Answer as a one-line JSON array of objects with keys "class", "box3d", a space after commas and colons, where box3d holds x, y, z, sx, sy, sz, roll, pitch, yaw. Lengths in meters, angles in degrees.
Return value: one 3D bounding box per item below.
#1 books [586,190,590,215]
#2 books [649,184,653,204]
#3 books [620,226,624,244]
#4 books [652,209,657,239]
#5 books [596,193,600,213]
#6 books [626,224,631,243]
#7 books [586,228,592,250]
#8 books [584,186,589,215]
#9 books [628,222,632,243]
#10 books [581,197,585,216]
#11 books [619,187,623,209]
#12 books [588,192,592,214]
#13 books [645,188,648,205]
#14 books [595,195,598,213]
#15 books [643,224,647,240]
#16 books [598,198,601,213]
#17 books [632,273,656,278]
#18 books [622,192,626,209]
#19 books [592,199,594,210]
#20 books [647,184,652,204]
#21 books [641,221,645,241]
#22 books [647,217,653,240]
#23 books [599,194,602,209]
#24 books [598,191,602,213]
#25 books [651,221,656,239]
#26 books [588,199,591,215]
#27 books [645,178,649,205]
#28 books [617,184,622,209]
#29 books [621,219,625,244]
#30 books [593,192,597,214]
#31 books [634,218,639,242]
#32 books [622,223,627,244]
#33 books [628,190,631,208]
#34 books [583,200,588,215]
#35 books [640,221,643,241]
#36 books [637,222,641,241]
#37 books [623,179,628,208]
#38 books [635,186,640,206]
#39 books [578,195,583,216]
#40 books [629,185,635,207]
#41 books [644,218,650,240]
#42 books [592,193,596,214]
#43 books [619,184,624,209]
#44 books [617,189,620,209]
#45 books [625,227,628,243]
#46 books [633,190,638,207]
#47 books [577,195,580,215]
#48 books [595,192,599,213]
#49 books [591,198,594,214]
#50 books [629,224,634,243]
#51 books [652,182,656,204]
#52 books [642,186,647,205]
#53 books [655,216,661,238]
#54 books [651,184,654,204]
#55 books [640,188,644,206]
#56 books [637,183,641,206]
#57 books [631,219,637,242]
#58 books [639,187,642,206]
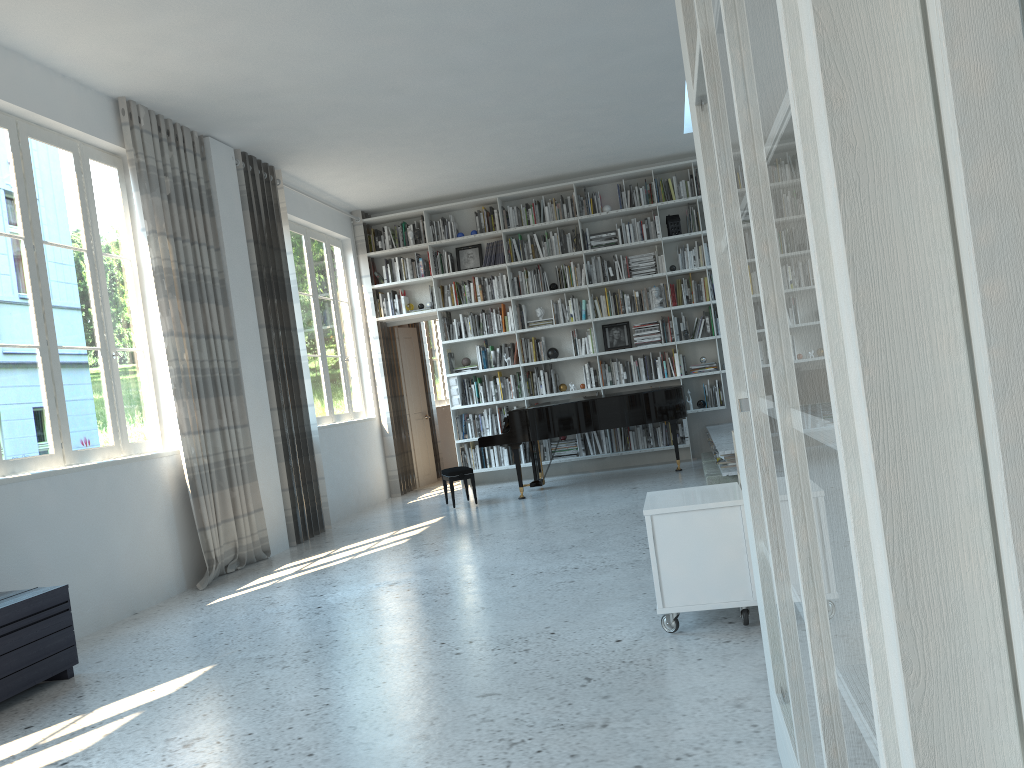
[{"class": "books", "box3d": [0.833, -1.953, 9.662, 0.010, 0.296, 0.153, -8, 0, 10]}, {"class": "books", "box3d": [1.501, -2.020, 9.543, 0.014, 0.244, 0.145, -8, 0, 10]}, {"class": "books", "box3d": [1.199, -1.597, 9.624, 0.024, 0.223, 0.128, -8, 0, 10]}, {"class": "books", "box3d": [1.533, -1.699, 9.537, 0.012, 0.334, 0.155, -8, 0, 10]}, {"class": "books", "box3d": [0.945, -1.945, 9.653, 0.013, 0.249, 0.148, -8, 0, 10]}, {"class": "books", "box3d": [1.261, -1.602, 9.585, 0.027, 0.216, 0.190, -8, 0, 10]}, {"class": "books", "box3d": [0.840, -1.560, 9.651, 0.021, 0.249, 0.191, -8, 0, 10]}, {"class": "books", "box3d": [0.819, -1.974, 9.670, 0.014, 0.341, 0.145, -8, 0, 10]}, {"class": "books", "box3d": [1.280, -1.619, 9.593, 0.012, 0.244, 0.131, -8, 0, 10]}, {"class": "books", "box3d": [0.783, -1.912, 9.678, 0.023, 0.228, 0.157, -8, 0, 10]}, {"class": "books", "box3d": [1.184, -1.987, 9.601, 0.011, 0.267, 0.129, -8, 0, 10]}, {"class": "books", "box3d": [0.853, -1.940, 9.644, 0.011, 0.265, 0.163, -8, 0, 10]}, {"class": "books", "box3d": [1.452, -1.993, 9.558, 0.014, 0.204, 0.135, -8, 0, 10]}, {"class": "books", "box3d": [0.925, -1.927, 9.640, 0.016, 0.219, 0.144, -8, 0, 10]}, {"class": "books", "box3d": [1.434, -1.612, 9.548, 0.029, 0.188, 0.176, -8, 0, 10]}, {"class": "books", "box3d": [0.958, -1.915, 9.642, 0.010, 0.186, 0.152, -8, 0, 10]}, {"class": "books", "box3d": [1.428, -1.164, 9.574, 0.254, 0.012, 0.161, -8, 0, 7]}, {"class": "books", "box3d": [1.220, -1.963, 9.598, 0.031, 0.208, 0.146, -8, 0, 10]}, {"class": "books", "box3d": [0.892, -1.929, 9.670, 0.006, 0.233, 0.136, -8, 0, 10]}, {"class": "books", "box3d": [1.479, -2.017, 9.537, 0.028, 0.244, 0.161, -8, 0, 10]}, {"class": "books", "box3d": [1.412, -1.630, 9.555, 0.012, 0.230, 0.158, -8, 0, 10]}, {"class": "books", "box3d": [1.491, -1.657, 9.551, 0.029, 0.261, 0.133, -8, 0, 10]}, {"class": "books", "box3d": [0.975, -1.942, 9.651, 0.004, 0.235, 0.137, -8, 0, 10]}, {"class": "books", "box3d": [0.962, -1.951, 9.633, 0.011, 0.256, 0.143, -8, 0, 10]}, {"class": "books", "box3d": [1.520, -1.631, 9.532, 0.029, 0.202, 0.191, -8, 0, 10]}, {"class": "books", "box3d": [0.851, -1.910, 9.673, 0.011, 0.205, 0.145, -8, 0, 10]}, {"class": "books", "box3d": [1.457, -2.046, 9.548, 0.012, 0.308, 0.138, -8, 0, 10]}, {"class": "books", "box3d": [1.168, -1.998, 9.587, 0.014, 0.292, 0.176, -8, 0, 10]}, {"class": "books", "box3d": [1.205, -1.628, 9.580, 0.011, 0.284, 0.190, -8, 0, 10]}, {"class": "books", "box3d": [0.909, -1.948, 9.647, 0.013, 0.264, 0.147, -8, 0, 10]}, {"class": "books", "box3d": [1.349, -1.641, 9.569, 0.023, 0.269, 0.184, -8, 0, 10]}, {"class": "books", "box3d": [1.226, -1.608, 9.593, 0.021, 0.237, 0.171, -8, 0, 10]}, {"class": "books", "box3d": [1.265, -1.970, 9.572, 0.050, 0.211, 0.172, -8, 0, 10]}, {"class": "books", "box3d": [0.807, -1.898, 9.661, 0.026, 0.194, 0.166, -8, 0, 10]}, {"class": "books", "box3d": [1.402, -1.629, 9.563, 0.010, 0.230, 0.152, -8, 0, 10]}, {"class": "books", "box3d": [1.373, -1.621, 9.557, 0.023, 0.223, 0.190, -8, 0, 10]}, {"class": "books", "box3d": [1.227, -2.026, 9.572, 0.010, 0.331, 0.186, -8, 0, 10]}, {"class": "books", "box3d": [1.359, -1.996, 9.558, 0.023, 0.236, 0.154, -8, 0, 10]}, {"class": "books", "box3d": [0.754, -1.920, 9.663, 0.026, 0.253, 0.185, -8, 0, 10]}, {"class": "books", "box3d": [1.302, -2.005, 9.583, 0.028, 0.270, 0.140, -8, 0, 10]}, {"class": "books", "box3d": [1.459, -1.646, 9.541, 0.032, 0.248, 0.173, -8, 0, 10]}, {"class": "books", "box3d": [0.898, -1.938, 9.656, 0.014, 0.248, 0.139, -8, 0, 10]}, {"class": "books", "box3d": [1.191, -2.003, 9.590, 0.011, 0.296, 0.157, -8, 0, 10]}, {"class": "books", "box3d": [1.162, -1.973, 9.606, 0.012, 0.245, 0.151, -8, 0, 10]}, {"class": "books", "box3d": [1.246, -1.593, 9.602, 0.011, 0.204, 0.133, -8, 0, 10]}, {"class": "books", "box3d": [1.333, -1.976, 9.558, 0.033, 0.203, 0.166, -8, 0, 10]}, {"class": "books", "box3d": [0.739, -1.919, 9.686, 0.012, 0.254, 0.161, -8, 0, 10]}, {"class": "books", "box3d": [0.932, -1.946, 9.636, 0.005, 0.255, 0.168, -8, 0, 10]}, {"class": "books", "box3d": [0.877, -1.908, 9.654, 0.023, 0.195, 0.172, -8, 0, 10]}, {"class": "books", "box3d": [1.300, -1.609, 9.580, 0.028, 0.219, 0.183, -8, 0, 10]}, {"class": "books", "box3d": [1.531, -2.031, 9.536, 0.022, 0.257, 0.136, -8, 0, 10]}, {"class": "books", "box3d": [1.432, -2.005, 9.567, 0.026, 0.234, 0.137, -8, 0, 10]}, {"class": "books", "box3d": [1.562, -1.655, 9.468, 0.037, 0.237, 0.272, -8, 0, 10]}, {"class": "books", "box3d": [1.514, -2.019, 9.532, 0.014, 0.239, 0.153, -8, 0, 10]}, {"class": "books", "box3d": [1.402, -1.985, 9.528, 0.023, 0.202, 0.193, -8, 0, 10]}, {"class": "books", "box3d": [1.370, -2.015, 9.540, 0.010, 0.270, 0.180, -8, 0, 10]}, {"class": "books", "box3d": [1.328, -1.640, 9.594, 0.029, 0.273, 0.140, -8, 0, 10]}, {"class": "books", "box3d": [1.387, -1.991, 9.548, 0.012, 0.217, 0.179, -8, 0, 10]}]
